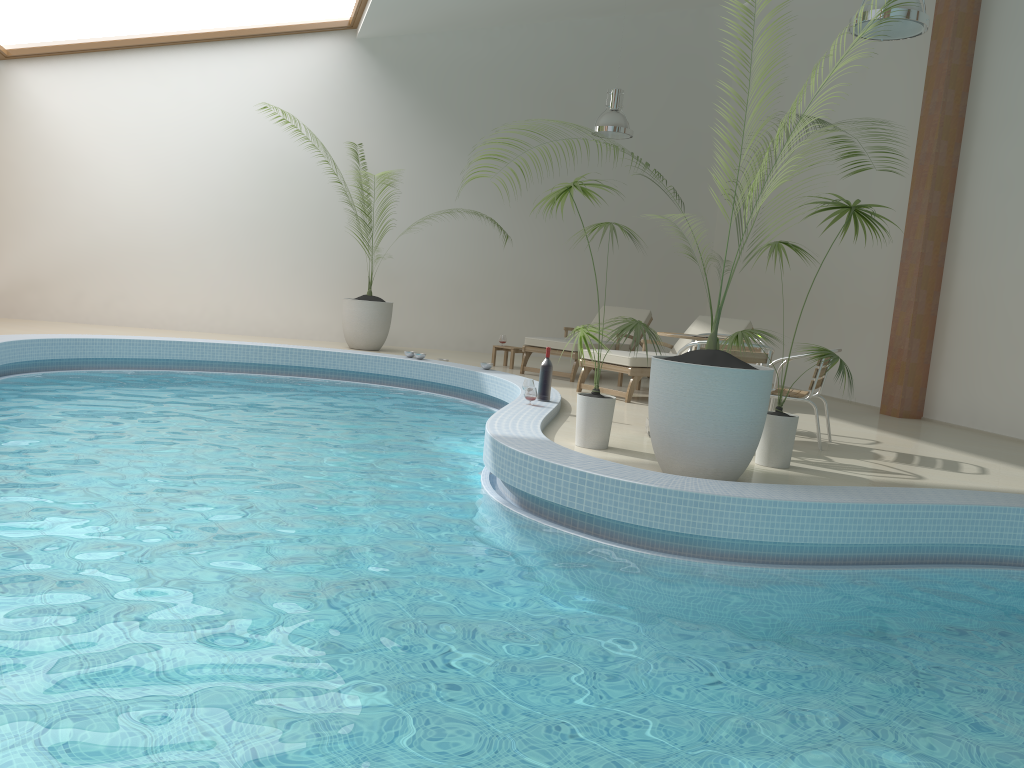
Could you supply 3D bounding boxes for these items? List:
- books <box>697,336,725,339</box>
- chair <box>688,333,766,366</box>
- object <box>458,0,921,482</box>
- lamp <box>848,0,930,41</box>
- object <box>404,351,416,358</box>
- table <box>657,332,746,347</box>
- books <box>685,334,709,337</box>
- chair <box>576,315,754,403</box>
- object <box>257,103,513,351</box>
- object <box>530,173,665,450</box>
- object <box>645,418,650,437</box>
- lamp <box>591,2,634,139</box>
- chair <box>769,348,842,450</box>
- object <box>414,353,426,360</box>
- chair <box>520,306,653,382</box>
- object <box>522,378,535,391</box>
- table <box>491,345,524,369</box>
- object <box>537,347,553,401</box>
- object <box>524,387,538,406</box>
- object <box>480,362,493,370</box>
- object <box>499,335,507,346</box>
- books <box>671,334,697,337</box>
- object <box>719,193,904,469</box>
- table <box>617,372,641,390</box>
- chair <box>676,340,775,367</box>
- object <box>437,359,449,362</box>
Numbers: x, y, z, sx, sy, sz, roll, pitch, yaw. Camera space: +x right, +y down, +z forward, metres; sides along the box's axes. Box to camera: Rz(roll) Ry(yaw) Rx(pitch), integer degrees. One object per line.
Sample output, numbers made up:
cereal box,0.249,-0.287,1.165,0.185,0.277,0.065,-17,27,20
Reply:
books,1.532,-0.358,6.816,0.166,0.004,0.241,8,7,25
chair,1.799,-0.051,7.521,0.618,0.727,0.563,7,6,16
object,1.097,-0.974,4.948,2.979,2.960,2.729,5,6,1
lamp,2.631,-3.363,5.894,0.506,1.958,0.505,4,6,-16
object,-1.161,-0.336,10.105,0.140,0.069,0.140,11,8,43
table,1.449,-0.012,6.929,0.700,0.720,0.700,6,6,3
books,1.431,-0.369,6.786,0.166,0.004,0.241,8,7,25
chair,1.651,-0.293,9.105,1.903,0.866,0.861,1,7,-38
object,-1.624,-1.907,11.498,2.729,2.960,2.979,10,8,38
object,0.497,-0.451,5.572,0.791,1.695,1.059,2,7,-29
object,1.015,0.256,6.372,0.081,0.223,0.272,6,6,4
lamp,1.301,-3.979,10.634,0.506,1.958,0.505,4,6,-16
chair,2.147,0.064,6.727,0.563,0.727,0.618,8,7,26
object,-1.036,-0.311,9.973,0.140,0.069,0.140,11,8,43
chair,0.981,-0.526,10.746,0.861,0.866,1.903,10,7,36
object,0.138,0.025,7.453,0.102,0.137,0.102,5,6,-7
table,-0.035,-0.330,10.924,0.320,0.255,0.283,10,7,36
object,0.274,-0.081,7.133,0.109,0.435,0.109,7,6,19
object,0.145,0.093,6.814,0.102,0.137,0.102,5,6,-7
object,-0.271,-0.189,9.481,0.140,0.069,0.140,11,8,43
object,-0.115,-0.536,10.927,0.102,0.137,0.102,5,6,-1
books,1.319,-0.371,6.754,0.166,0.004,0.241,8,7,25
object,1.787,-0.328,5.540,1.059,1.695,0.791,7,6,19
table,1.387,-0.079,9.777,0.283,0.255,0.320,1,7,-38
chair,1.471,0.050,6.255,0.618,0.727,0.563,5,6,-4
object,-0.815,-0.257,10.420,0.140,0.069,0.140,11,8,43
